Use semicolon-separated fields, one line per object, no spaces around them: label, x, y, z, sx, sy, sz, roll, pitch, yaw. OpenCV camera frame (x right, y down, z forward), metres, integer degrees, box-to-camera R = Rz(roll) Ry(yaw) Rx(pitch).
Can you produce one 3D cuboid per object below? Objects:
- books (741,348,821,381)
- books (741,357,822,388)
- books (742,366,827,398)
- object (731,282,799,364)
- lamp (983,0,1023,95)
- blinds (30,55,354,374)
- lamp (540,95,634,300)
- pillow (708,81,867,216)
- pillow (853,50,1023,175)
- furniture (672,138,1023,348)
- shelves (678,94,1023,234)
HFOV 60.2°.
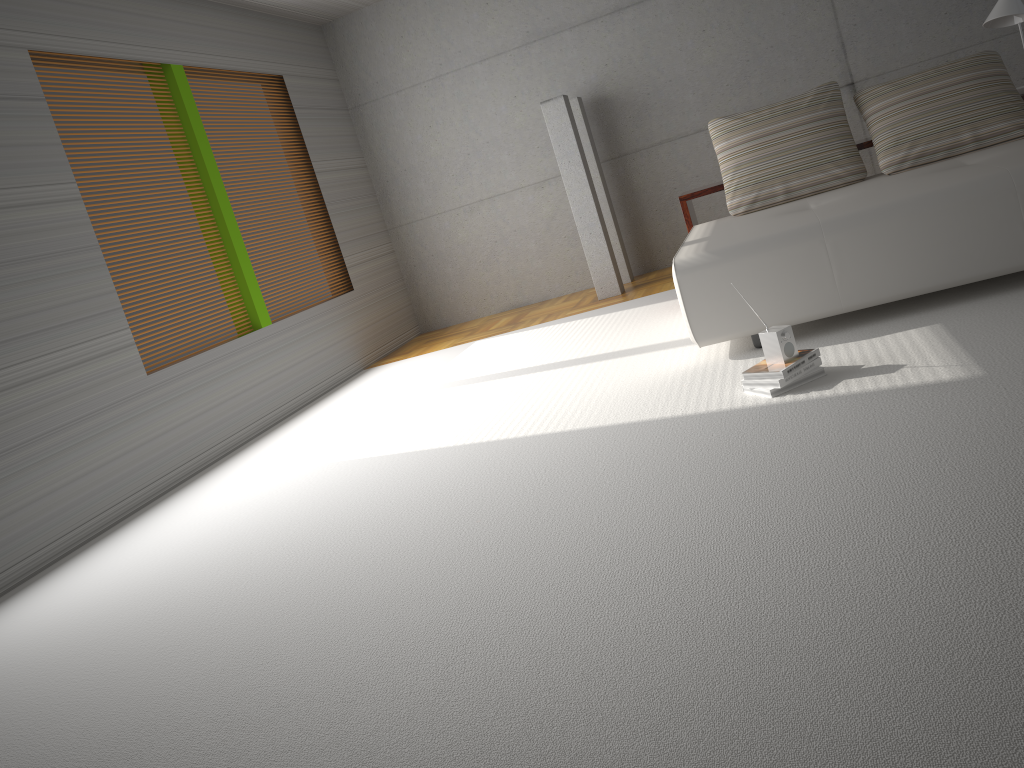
books;1.062;-0.078;3.487;0.269;0.032;0.188;-26;14;-36
books;1.064;-0.045;3.492;0.268;0.032;0.188;-24;13;-31
books;1.074;-0.015;3.496;0.266;0.032;0.190;-21;12;-17
object;0.974;-0.248;3.430;0.188;0.363;0.090;-22;9;-31
lamp;2.929;-2.040;5.133;0.323;0.693;0.247;-17;8;0
blinds;-2.131;-1.244;6.276;0.012;2.024;3.593;-15;10;19
lamp;0.669;-1.620;7.604;0.199;1.675;0.811;-15;8;19
pillow;1.628;-1.401;5.283;0.796;0.604;0.498;-14;9;18
pillow;2.415;-1.530;4.976;0.802;0.512;0.588;-14;10;19
furniture;1.998;-0.784;4.566;2.156;0.517;1.641;-14;11;18
shelves;2.244;-1.156;5.488;2.237;0.709;0.407;-14;9;18
